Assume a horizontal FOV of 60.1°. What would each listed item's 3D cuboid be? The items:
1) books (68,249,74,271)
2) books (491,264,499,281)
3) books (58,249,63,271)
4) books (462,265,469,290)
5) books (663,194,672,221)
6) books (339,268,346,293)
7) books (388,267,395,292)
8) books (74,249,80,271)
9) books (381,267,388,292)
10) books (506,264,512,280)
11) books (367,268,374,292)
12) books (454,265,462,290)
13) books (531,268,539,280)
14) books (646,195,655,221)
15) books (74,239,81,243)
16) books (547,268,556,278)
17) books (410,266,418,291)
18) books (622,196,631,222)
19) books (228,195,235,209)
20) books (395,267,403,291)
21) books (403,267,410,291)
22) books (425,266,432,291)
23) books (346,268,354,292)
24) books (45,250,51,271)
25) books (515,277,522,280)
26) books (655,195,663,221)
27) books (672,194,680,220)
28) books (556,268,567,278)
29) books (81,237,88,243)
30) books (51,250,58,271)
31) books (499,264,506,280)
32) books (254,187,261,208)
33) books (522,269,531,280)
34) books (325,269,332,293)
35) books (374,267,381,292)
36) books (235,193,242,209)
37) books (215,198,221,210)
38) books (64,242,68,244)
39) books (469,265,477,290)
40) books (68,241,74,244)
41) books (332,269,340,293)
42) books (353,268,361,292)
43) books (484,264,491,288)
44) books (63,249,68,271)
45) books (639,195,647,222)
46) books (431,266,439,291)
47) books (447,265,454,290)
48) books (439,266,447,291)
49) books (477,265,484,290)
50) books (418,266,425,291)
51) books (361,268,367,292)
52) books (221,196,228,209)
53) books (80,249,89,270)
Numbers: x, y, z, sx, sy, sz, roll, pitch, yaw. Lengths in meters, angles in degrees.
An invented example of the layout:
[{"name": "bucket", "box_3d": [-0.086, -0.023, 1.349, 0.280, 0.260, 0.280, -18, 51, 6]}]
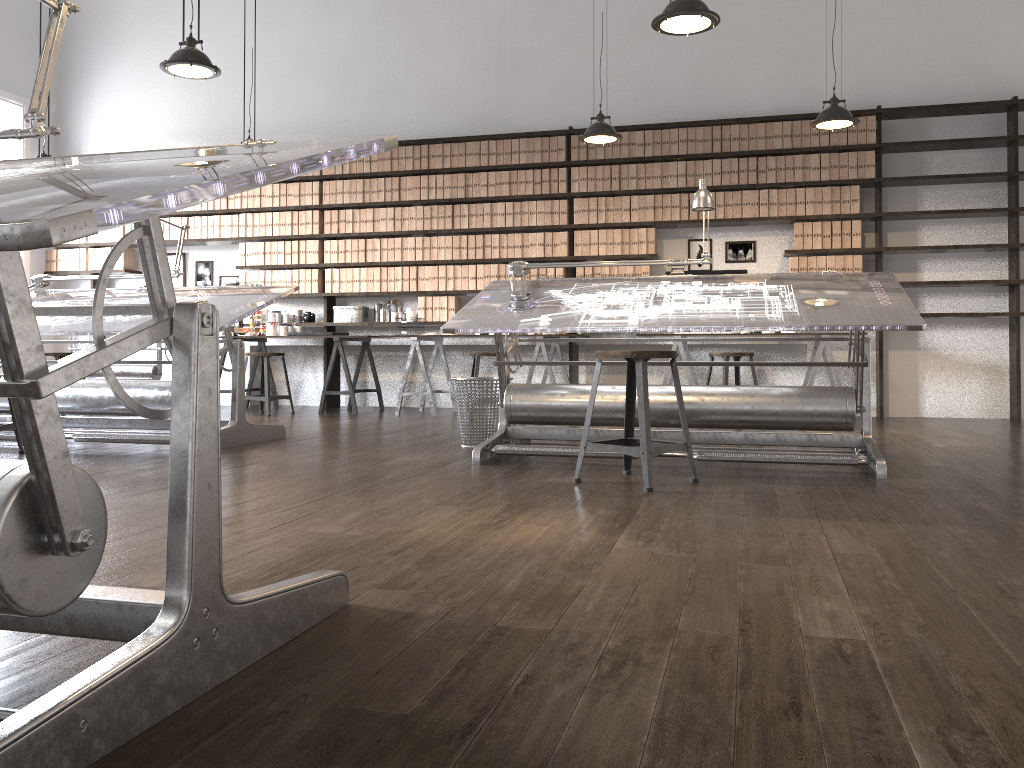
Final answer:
[{"name": "books", "box_3d": [-4.430, -1.252, 9.012, 0.067, 0.226, 0.174, 0, 0, 15]}, {"name": "books", "box_3d": [-0.131, -0.941, 7.852, 0.067, 0.226, 0.174, 0, 0, 15]}, {"name": "books", "box_3d": [-4.553, -1.253, 9.052, 0.067, 0.226, 0.174, 0, 0, 15]}, {"name": "books", "box_3d": [-0.393, -0.944, 7.927, 0.067, 0.226, 0.174, 0, 0, 15]}, {"name": "books", "box_3d": [1.318, -1.475, 7.479, 0.067, 0.226, 0.174, 0, 0, 15]}, {"name": "books", "box_3d": [-1.536, -0.954, 8.237, 0.067, 0.226, 0.174, 0, 0, 15]}, {"name": "books", "box_3d": [-1.072, -0.950, 8.111, 0.067, 0.226, 0.174, 0, 0, 15]}, {"name": "books", "box_3d": [-4.360, -1.251, 8.993, 0.067, 0.226, 0.174, 0, 0, 15]}, {"name": "books", "box_3d": [-1.141, -0.951, 8.129, 0.067, 0.226, 0.174, 0, 0, 15]}, {"name": "books", "box_3d": [0.004, -0.940, 7.822, 0.067, 0.226, 0.174, 0, 0, 15]}, {"name": "books", "box_3d": [-1.271, -0.952, 8.163, 0.067, 0.226, 0.174, 0, 0, 15]}, {"name": "books", "box_3d": [-0.459, -0.944, 7.947, 0.067, 0.226, 0.174, 0, 0, 15]}, {"name": "books", "box_3d": [0.213, -0.938, 7.761, 0.067, 0.226, 0.174, 0, 0, 15]}, {"name": "books", "box_3d": [1.183, -1.476, 7.509, 0.067, 0.226, 0.174, 0, 0, 15]}, {"name": "books", "box_3d": [-4.360, -1.529, 9.000, 0.067, 0.226, 0.174, 0, 0, 15]}, {"name": "books", "box_3d": [0.357, -0.937, 7.722, 0.067, 0.226, 0.174, 0, 0, 15]}, {"name": "books", "box_3d": [-0.864, -0.948, 8.050, 0.067, 0.226, 0.174, 0, 0, 15]}, {"name": "books", "box_3d": [0.988, -1.478, 7.563, 0.067, 0.226, 0.174, 0, 0, 15]}, {"name": "books", "box_3d": [-2.661, -1.781, 8.554, 0.067, 0.226, 0.174, 0, 0, 15]}, {"name": "books", "box_3d": [-1.005, -0.949, 8.089, 0.067, 0.226, 0.174, 0, 0, 15]}, {"name": "books", "box_3d": [-0.935, -0.949, 8.075, 0.067, 0.226, 0.174, 0, 0, 15]}, {"name": "books", "box_3d": [-0.728, -0.947, 8.017, 0.067, 0.226, 0.174, 0, 0, 15]}, {"name": "books", "box_3d": [-1.469, -0.954, 8.217, 0.067, 0.226, 0.174, 0, 0, 15]}, {"name": "books", "box_3d": [-4.697, -1.255, 9.090, 0.067, 0.226, 0.174, 0, 0, 15]}, {"name": "books", "box_3d": [0.072, -0.939, 7.799, 0.067, 0.226, 0.174, 0, 0, 15]}, {"name": "books", "box_3d": [1.249, -1.476, 7.497, 0.067, 0.226, 0.174, 0, 0, 15]}, {"name": "books", "box_3d": [1.385, -1.475, 7.457, 0.067, 0.226, 0.174, 0, 0, 15]}, {"name": "books", "box_3d": [0.433, -0.936, 7.703, 0.067, 0.226, 0.174, 0, 0, 15]}, {"name": "books", "box_3d": [-4.287, -1.528, 8.986, 0.067, 0.226, 0.174, 0, 0, 15]}, {"name": "books", "box_3d": [-4.626, -1.254, 9.066, 0.067, 0.226, 0.174, 0, 0, 15]}, {"name": "books", "box_3d": [-0.064, -0.941, 7.840, 0.067, 0.226, 0.174, 0, 0, 15]}, {"name": "books", "box_3d": [-2.393, -1.779, 8.475, 0.067, 0.226, 0.174, 0, 0, 15]}, {"name": "books", "box_3d": [0.142, -0.939, 7.785, 0.067, 0.226, 0.174, 0, 0, 15]}, {"name": "books", "box_3d": [-1.675, -0.955, 8.267, 0.067, 0.226, 0.174, 0, 0, 15]}, {"name": "books", "box_3d": [-1.207, -0.951, 8.141, 0.067, 0.226, 0.174, 0, 0, 15]}, {"name": "books", "box_3d": [-2.594, -1.781, 8.531, 0.067, 0.226, 0.174, 0, 0, 15]}, {"name": "books", "box_3d": [-2.805, -1.783, 8.593, 0.067, 0.226, 0.174, 0, 0, 15]}, {"name": "books", "box_3d": [-4.501, -1.530, 9.038, 0.067, 0.226, 0.174, 0, 0, 15]}, {"name": "books", "box_3d": [-0.326, -0.943, 7.905, 0.067, 0.226, 0.174, 0, 0, 15]}, {"name": "books", "box_3d": [-4.431, -1.530, 9.024, 0.067, 0.226, 0.174, 0, 0, 15]}, {"name": "books", "box_3d": [-1.605, -0.955, 8.251, 0.067, 0.226, 0.174, 0, 0, 15]}, {"name": "books", "box_3d": [-1.402, -0.953, 8.195, 0.067, 0.226, 0.174, 0, 0, 15]}, {"name": "books", "box_3d": [-0.194, -0.942, 7.874, 0.067, 0.226, 0.174, 0, 0, 15]}, {"name": "books", "box_3d": [-4.490, -1.253, 9.032, 0.067, 0.226, 0.174, 0, 0, 15]}, {"name": "books", "box_3d": [1.120, -1.477, 7.531, 0.067, 0.226, 0.174, 0, 0, 15]}, {"name": "books", "box_3d": [-0.669, -0.946, 7.996, 0.067, 0.226, 0.174, 0, 0, 15]}, {"name": "books", "box_3d": [-0.528, -0.945, 7.962, 0.067, 0.226, 0.174, 0, 0, 15]}, {"name": "books", "box_3d": [-0.599, -0.945, 7.977, 0.067, 0.226, 0.174, 0, 0, 15]}, {"name": "books", "box_3d": [-0.255, -0.942, 7.888, 0.067, 0.226, 0.174, 0, 0, 15]}, {"name": "books", "box_3d": [-0.791, -0.947, 8.036, 0.067, 0.226, 0.174, 0, 0, 15]}, {"name": "books", "box_3d": [-1.332, -0.952, 8.178, 0.067, 0.226, 0.174, 0, 0, 15]}, {"name": "books", "box_3d": [-2.735, -1.782, 8.568, 0.067, 0.226, 0.174, 0, 0, 15]}, {"name": "books", "box_3d": [-4.289, -1.251, 8.978, 0.067, 0.226, 0.174, 0, 0, 15]}]
